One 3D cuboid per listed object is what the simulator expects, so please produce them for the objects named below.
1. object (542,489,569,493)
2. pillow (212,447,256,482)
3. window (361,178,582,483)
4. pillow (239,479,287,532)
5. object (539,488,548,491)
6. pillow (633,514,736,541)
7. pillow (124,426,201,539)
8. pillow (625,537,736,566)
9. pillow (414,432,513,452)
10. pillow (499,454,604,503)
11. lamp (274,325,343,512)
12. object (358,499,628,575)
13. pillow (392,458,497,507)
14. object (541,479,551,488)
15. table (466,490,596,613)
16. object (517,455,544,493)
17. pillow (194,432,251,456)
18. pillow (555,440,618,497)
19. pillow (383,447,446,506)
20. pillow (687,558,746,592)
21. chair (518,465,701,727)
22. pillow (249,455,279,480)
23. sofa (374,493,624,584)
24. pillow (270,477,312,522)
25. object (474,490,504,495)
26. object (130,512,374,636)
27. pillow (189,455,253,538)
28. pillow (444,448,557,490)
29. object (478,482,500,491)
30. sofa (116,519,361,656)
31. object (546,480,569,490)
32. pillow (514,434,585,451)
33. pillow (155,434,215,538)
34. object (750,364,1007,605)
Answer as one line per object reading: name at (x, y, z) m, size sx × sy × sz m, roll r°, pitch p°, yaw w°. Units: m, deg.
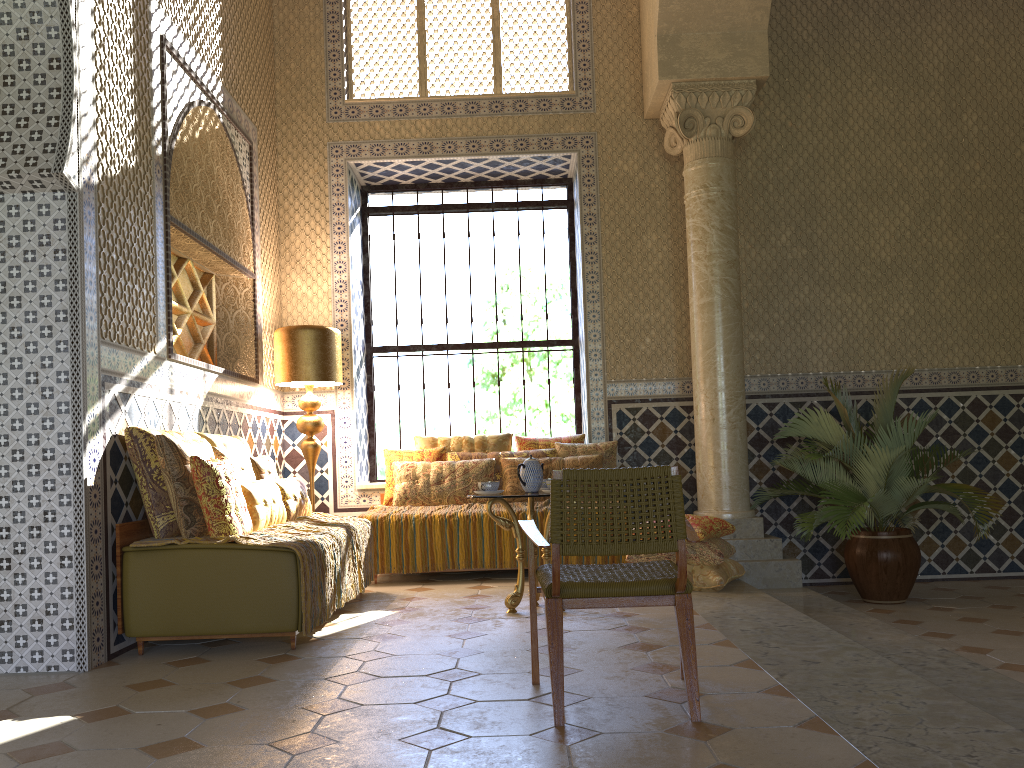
object at (0.370, 0.869, 7.179) m, size 0.255 × 0.032 × 0.256 m, roll -2°, pitch -5°, yaw -3°
pillow at (-2.285, 0.868, 7.363) m, size 0.340 × 0.692 × 0.743 m, roll -2°, pitch -3°, yaw 1°
window at (-3.352, -0.616, 11.411) m, size 8.482 × 3.983 × 0.575 m, roll -2°, pitch -2°, yaw -3°
pillow at (-2.072, 1.009, 7.271) m, size 0.271 × 0.449 × 0.985 m, roll -2°, pitch -4°, yaw 0°
object at (0.326, 0.926, 7.814) m, size 0.255 × 0.032 × 0.256 m, roll 0°, pitch -5°, yaw -21°
pillow at (1.663, 1.426, 8.617) m, size 0.805 × 0.310 × 0.748 m, roll -5°, pitch -5°, yaw 34°
pillow at (-2.569, 0.757, 6.848) m, size 0.422 × 0.830 × 1.196 m, roll -2°, pitch -4°, yaw 0°
pillow at (1.654, 1.635, 8.619) m, size 0.932 × 0.347 × 0.882 m, roll -4°, pitch -5°, yaw 21°
pillow at (-0.570, 1.001, 10.474) m, size 1.192 × 0.831 × 0.423 m, roll -2°, pitch -2°, yaw 0°
pillow at (0.458, 1.086, 10.005) m, size 1.191 × 0.545 × 0.330 m, roll -2°, pitch -3°, yaw 0°
lamp at (-2.247, 0.786, 9.909) m, size 0.736 × 2.808 × 0.738 m, roll -1°, pitch -2°, yaw -31°
object at (-0.202, 1.662, 9.903) m, size 2.885 × 0.716 × 1.318 m, roll -2°, pitch -4°, yaw 1°
pillow at (-0.767, 1.130, 10.013) m, size 1.191 × 0.545 × 0.330 m, roll -2°, pitch -3°, yaw 0°
object at (0.325, 0.888, 7.815) m, size 0.183 × 0.100 × 0.183 m, roll -1°, pitch -4°, yaw -11°
table at (0.180, 1.405, 7.446) m, size 1.102 × 0.978 × 1.102 m, roll -4°, pitch -4°, yaw 30°
object at (0.161, 0.759, 7.506) m, size 0.273 × 0.323 × 0.199 m, roll -1°, pitch -3°, yaw -10°
pillow at (-2.560, 0.860, 8.044) m, size 0.422 × 0.830 × 1.196 m, roll -2°, pitch -4°, yaw 0°
pillow at (0.876, 1.006, 10.244) m, size 0.741 × 0.692 × 0.341 m, roll -2°, pitch -2°, yaw 1°
pillow at (-1.130, 1.078, 10.257) m, size 0.741 × 0.692 × 0.341 m, roll -2°, pitch -2°, yaw 1°
pillow at (1.680, 1.837, 8.622) m, size 0.992 × 0.367 × 1.044 m, roll -4°, pitch -5°, yaw 25°
chair at (0.515, 1.034, 4.627) m, size 0.950 × 1.207 × 0.909 m, roll -2°, pitch -3°, yaw 0°
pillow at (-2.278, 0.967, 8.165) m, size 0.313 × 0.636 × 0.683 m, roll -2°, pitch -3°, yaw 1°
sofa at (-0.162, 1.675, 9.965) m, size 2.849 × 0.935 × 1.277 m, roll -2°, pitch -4°, yaw 0°
pillow at (-2.065, 1.090, 8.207) m, size 0.271 × 0.449 × 0.985 m, roll -2°, pitch -4°, yaw 0°
object at (-0.194, 0.914, 7.466) m, size 0.255 × 0.032 × 0.256 m, roll 0°, pitch -5°, yaw -21°
object at (-1.986, 1.511, 7.428) m, size 1.314 × 0.716 × 2.895 m, roll -2°, pitch -5°, yaw 0°
pillow at (-2.105, 0.845, 6.474) m, size 0.345 × 0.650 × 0.686 m, roll -2°, pitch -3°, yaw 0°
pillow at (-0.121, 1.070, 10.229) m, size 1.341 × 0.614 × 0.371 m, roll -2°, pitch -3°, yaw 0°
object at (-0.195, 0.876, 7.466) m, size 0.183 × 0.100 × 0.183 m, roll -1°, pitch -4°, yaw -18°
sofa at (-2.047, 1.523, 7.440) m, size 1.273 × 0.935 × 2.858 m, roll -2°, pitch -5°, yaw 0°
object at (0.369, 0.832, 7.180) m, size 0.183 × 0.100 × 0.184 m, roll -2°, pitch -4°, yaw -4°
pillow at (0.467, 0.997, 10.524) m, size 0.855 × 0.799 × 0.394 m, roll -2°, pitch -2°, yaw 1°
pillow at (-2.369, 0.772, 6.622) m, size 0.383 × 0.779 × 0.836 m, roll -2°, pitch -3°, yaw 1°
object at (3.987, 1.050, 9.366) m, size 2.641 × 2.497 × 2.170 m, roll -1°, pitch -3°, yaw -13°
